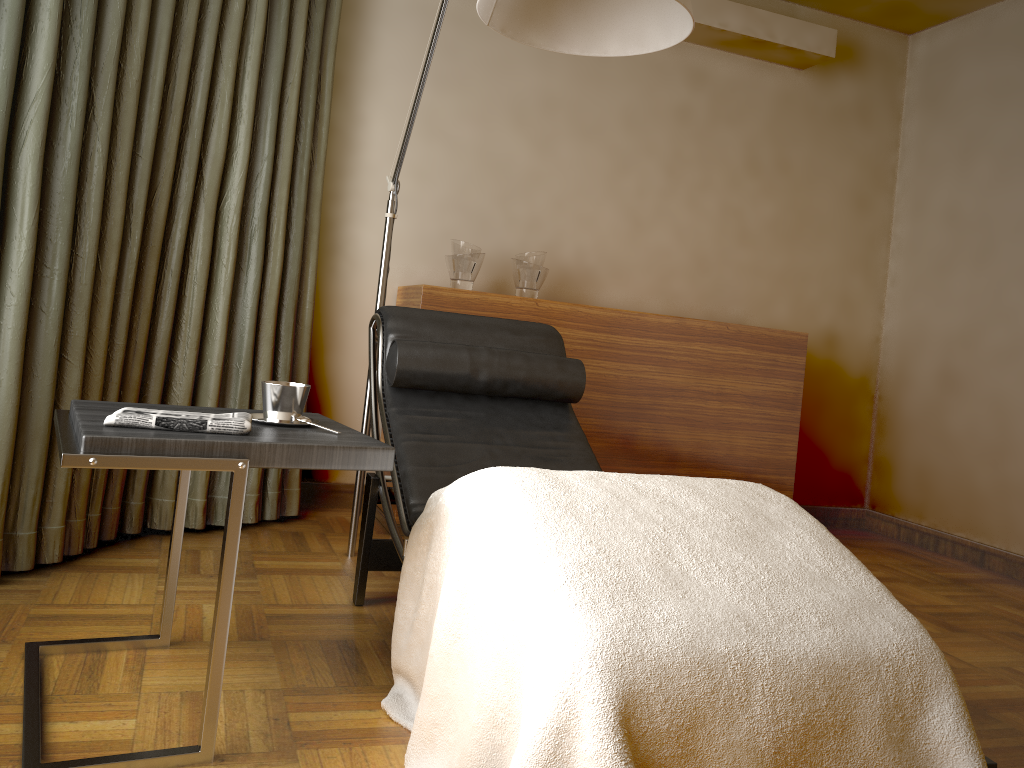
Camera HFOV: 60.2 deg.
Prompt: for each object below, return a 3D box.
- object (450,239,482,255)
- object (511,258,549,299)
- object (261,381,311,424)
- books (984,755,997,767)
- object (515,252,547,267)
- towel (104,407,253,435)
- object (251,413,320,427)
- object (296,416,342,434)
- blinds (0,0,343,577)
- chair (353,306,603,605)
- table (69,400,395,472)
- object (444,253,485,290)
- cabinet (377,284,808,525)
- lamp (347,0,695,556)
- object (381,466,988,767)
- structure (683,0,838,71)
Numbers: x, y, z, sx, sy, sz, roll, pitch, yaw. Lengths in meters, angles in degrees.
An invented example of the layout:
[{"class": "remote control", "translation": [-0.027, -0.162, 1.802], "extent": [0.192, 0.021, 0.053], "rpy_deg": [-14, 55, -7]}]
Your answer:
[{"class": "object", "translation": [-0.183, -0.470, 3.376], "extent": [0.122, 0.150, 0.123], "rpy_deg": [6, 0, -38]}, {"class": "object", "translation": [0.064, -0.409, 3.464], "extent": [0.155, 0.154, 0.156], "rpy_deg": [6, 0, -29]}, {"class": "object", "translation": [-0.463, 0.037, 1.790], "extent": [0.097, 0.078, 0.111], "rpy_deg": [6, 1, -18]}, {"class": "books", "translation": [0.762, 0.706, 1.720], "extent": [0.264, 0.020, 0.189], "rpy_deg": [5, 3, -15]}, {"class": "object", "translation": [0.068, -0.447, 3.466], "extent": [0.122, 0.150, 0.123], "rpy_deg": [6, 0, -40]}, {"class": "towel", "translation": [-0.592, 0.065, 1.586], "extent": [0.240, 0.035, 0.179], "rpy_deg": [5, 3, -16]}, {"class": "object", "translation": [-0.464, 0.074, 1.782], "extent": [0.149, 0.009, 0.150], "rpy_deg": [5, 3, -14]}, {"class": "object", "translation": [-0.379, 0.079, 1.728], "extent": [0.124, 0.019, 0.029], "rpy_deg": [8, 2, 39]}, {"class": "blinds", "translation": [-1.051, -0.757, 2.603], "extent": [0.225, 2.459, 1.524], "rpy_deg": [5, -1, 25]}, {"class": "chair", "translation": [0.077, 0.245, 2.019], "extent": [0.633, 0.798, 1.794], "rpy_deg": [6, 2, -20]}, {"class": "table", "translation": [-0.557, 0.095, 1.702], "extent": [0.515, 0.045, 0.501], "rpy_deg": [5, 3, -29]}, {"class": "object", "translation": [-0.187, -0.432, 3.374], "extent": [0.156, 0.154, 0.155], "rpy_deg": [6, 0, 27]}, {"class": "cabinet", "translation": [0.348, 0.127, 3.612], "extent": [1.668, 0.865, 0.416], "rpy_deg": [6, -1, -20]}, {"class": "lamp", "translation": [-0.034, -0.325, 2.278], "extent": [0.450, 1.972, 1.416], "rpy_deg": [7, -1, -16]}, {"class": "object", "translation": [0.224, 0.437, 1.511], "extent": [0.914, 0.521, 0.911], "rpy_deg": [6, 2, -20]}, {"class": "structure", "translation": [0.411, -1.650, 3.780], "extent": [2.171, 0.130, 0.274], "rpy_deg": [5, 2, -20]}]
